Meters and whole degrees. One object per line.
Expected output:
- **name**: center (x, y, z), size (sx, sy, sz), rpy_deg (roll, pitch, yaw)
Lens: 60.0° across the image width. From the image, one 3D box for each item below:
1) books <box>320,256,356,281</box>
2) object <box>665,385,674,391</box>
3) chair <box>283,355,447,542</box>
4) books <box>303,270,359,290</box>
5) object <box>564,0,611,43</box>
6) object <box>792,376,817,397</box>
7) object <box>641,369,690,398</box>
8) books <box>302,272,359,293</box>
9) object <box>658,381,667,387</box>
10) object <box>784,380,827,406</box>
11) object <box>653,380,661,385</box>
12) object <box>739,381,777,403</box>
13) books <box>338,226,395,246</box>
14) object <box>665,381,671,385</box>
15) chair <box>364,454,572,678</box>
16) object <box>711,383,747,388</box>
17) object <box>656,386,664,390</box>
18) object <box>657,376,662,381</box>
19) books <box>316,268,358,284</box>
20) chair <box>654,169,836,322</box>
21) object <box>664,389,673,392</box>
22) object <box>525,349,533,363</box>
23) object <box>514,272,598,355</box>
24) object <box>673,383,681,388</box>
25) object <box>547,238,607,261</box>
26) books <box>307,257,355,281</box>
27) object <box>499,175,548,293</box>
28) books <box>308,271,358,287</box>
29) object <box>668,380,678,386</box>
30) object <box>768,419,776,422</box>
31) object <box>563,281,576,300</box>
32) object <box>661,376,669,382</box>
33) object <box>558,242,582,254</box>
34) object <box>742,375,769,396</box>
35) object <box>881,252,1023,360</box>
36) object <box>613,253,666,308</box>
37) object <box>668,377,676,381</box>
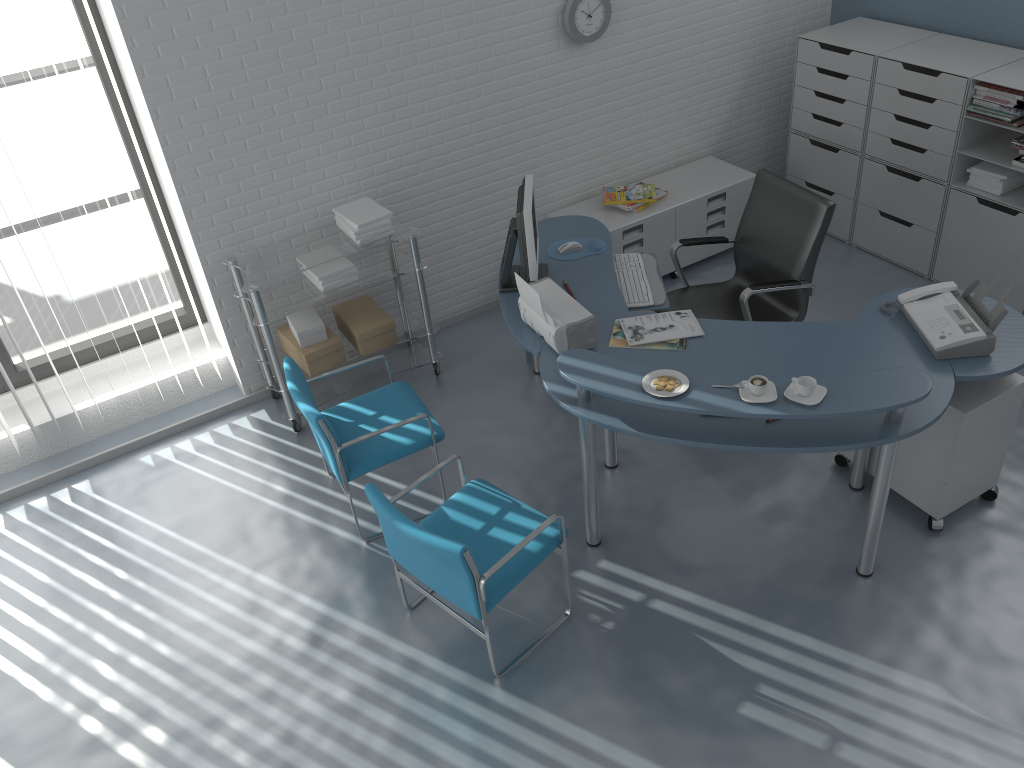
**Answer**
- **books**: center (-0.901, -0.591, 4.341), size (0.190, 0.015, 0.270), rpy_deg (-23, 39, -21)
- **object**: center (0.530, 0.012, 2.982), size (0.025, 0.005, 0.027), rpy_deg (21, 44, 33)
- **chair**: center (-0.617, 0.213, 3.846), size (0.543, 0.707, 0.542), rpy_deg (-20, 38, -18)
- **books**: center (-0.900, -0.550, 4.361), size (0.190, 0.015, 0.270), rpy_deg (-26, 40, -25)
- **object**: center (0.401, -1.950, 4.684), size (0.279, 0.277, 0.041), rpy_deg (-24, 39, -22)
- **object**: center (0.952, 0.008, 2.884), size (0.062, 0.049, 0.078), rpy_deg (-10, 36, -5)
- **object**: center (0.520, 0.001, 3.005), size (0.162, 0.011, 0.162), rpy_deg (2, 37, 12)
- **books**: center (-0.898, -0.538, 4.370), size (0.190, 0.015, 0.270), rpy_deg (-24, 39, -23)
- **object**: center (0.509, 0.000, 3.002), size (0.025, 0.005, 0.027), rpy_deg (-20, 38, -18)
- **object**: center (0.956, 0.031, 2.891), size (0.119, 0.016, 0.119), rpy_deg (21, 44, 32)
- **object**: center (0.494, -0.005, 3.018), size (0.027, 0.005, 0.025), rpy_deg (2, 37, 12)
- **object**: center (0.809, 0.028, 2.920), size (0.119, 0.016, 0.119), rpy_deg (-1, 36, 9)
- **books**: center (-0.715, -0.760, 4.344), size (0.190, 0.015, 0.270), rpy_deg (-24, 39, -22)
- **object**: center (0.527, -0.002, 3.009), size (0.027, 0.005, 0.025), rpy_deg (26, 47, 37)
- **chair**: center (-0.139, 0.603, 3.232), size (0.542, 0.707, 0.543), rpy_deg (26, 47, 37)
- **object**: center (0.725, 0.004, 2.960), size (0.119, 0.021, 0.025), rpy_deg (5, 37, 16)
- **object**: center (0.500, 0.013, 2.993), size (0.027, 0.005, 0.025), rpy_deg (-1, 36, 8)
- **object**: center (0.513, -0.019, 3.034), size (0.027, 0.005, 0.025), rpy_deg (12, 40, 24)
- **books**: center (-0.895, -0.576, 4.345), size (0.190, 0.015, 0.270), rpy_deg (-24, 39, -23)
- **chair**: center (1.072, -0.428, 4.242), size (0.652, 0.948, 0.584), rpy_deg (-20, 38, -18)
- **object**: center (0.528, 0.017, 2.983), size (0.025, 0.005, 0.027), rpy_deg (15, 41, 27)
- **object**: center (0.299, -0.353, 4.716), size (0.471, 0.422, 0.199), rpy_deg (-2, 36, 6)
- **object**: center (0.154, -0.314, 3.517), size (0.197, 0.273, 0.392), rpy_deg (-20, 38, -18)
- **object**: center (0.554, 0.003, 2.998), size (0.027, 0.005, 0.025), rpy_deg (-31, 43, -30)
- **object**: center (0.301, -0.650, 4.168), size (0.285, 0.026, 0.213), rpy_deg (-15, 37, -11)
- **books**: center (-0.909, -0.590, 4.316), size (0.190, 0.015, 0.270), rpy_deg (-26, 40, -24)
- **object**: center (0.034, -0.637, 3.859), size (0.212, 0.417, 0.365), rpy_deg (-3, 36, 5)
- **books**: center (-0.896, -0.567, 4.358), size (0.190, 0.015, 0.270), rpy_deg (-23, 39, -22)
- **object**: center (0.544, -0.006, 3.004), size (0.025, 0.005, 0.027), rpy_deg (-30, 42, -28)
- **object**: center (0.965, 0.096, 3.045), size (0.200, 0.010, 0.011), rpy_deg (-18, 37, -14)
- **object**: center (0.250, -0.403, 3.846), size (0.013, 0.013, 0.178), rpy_deg (-12, 36, -8)
- **object**: center (0.523, -0.018, 3.024), size (0.025, 0.005, 0.027), rpy_deg (4, 37, 15)
- **object**: center (0.273, -0.644, 4.149), size (0.115, 0.035, 0.054), rpy_deg (-17, 37, -14)
- **object**: center (0.802, 0.006, 2.911), size (0.062, 0.049, 0.078), rpy_deg (-31, 42, -29)
- **object**: center (1.645, -0.329, 3.285), size (0.399, 0.280, 0.405), rpy_deg (-5, 36, 2)
- **object**: center (0.534, -0.476, 4.003), size (0.276, 0.028, 0.478), rpy_deg (-5, 36, 3)
- **object**: center (0.545, -0.016, 3.025), size (0.027, 0.005, 0.025), rpy_deg (12, 40, 24)
